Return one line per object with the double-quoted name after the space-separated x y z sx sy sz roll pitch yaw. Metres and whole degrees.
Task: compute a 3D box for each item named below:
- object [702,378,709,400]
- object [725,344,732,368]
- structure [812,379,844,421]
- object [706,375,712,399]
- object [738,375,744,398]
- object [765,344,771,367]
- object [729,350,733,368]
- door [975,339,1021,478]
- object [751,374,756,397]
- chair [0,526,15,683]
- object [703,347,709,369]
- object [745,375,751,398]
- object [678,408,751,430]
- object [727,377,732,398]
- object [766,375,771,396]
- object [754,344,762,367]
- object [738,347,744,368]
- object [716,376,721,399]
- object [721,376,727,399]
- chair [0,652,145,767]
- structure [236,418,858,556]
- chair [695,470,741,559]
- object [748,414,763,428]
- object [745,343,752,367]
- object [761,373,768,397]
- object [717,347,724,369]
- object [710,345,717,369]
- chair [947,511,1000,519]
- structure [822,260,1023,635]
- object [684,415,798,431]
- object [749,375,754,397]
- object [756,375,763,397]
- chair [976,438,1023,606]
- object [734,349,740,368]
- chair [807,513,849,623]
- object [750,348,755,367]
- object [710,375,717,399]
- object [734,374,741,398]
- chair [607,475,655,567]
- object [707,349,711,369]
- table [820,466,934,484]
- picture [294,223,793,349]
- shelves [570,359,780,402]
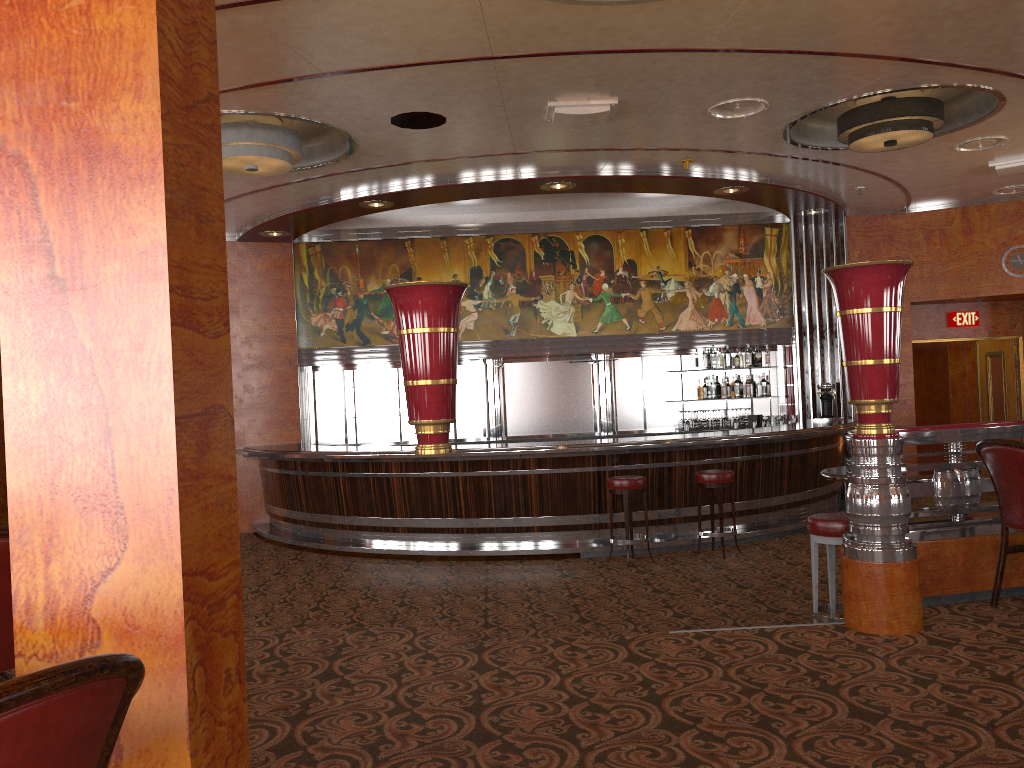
2.454 0.060 11.274 0.080 0.272 0.080 -3 0 2 "object"
2.719 -0.349 11.173 0.078 0.305 0.078 -3 0 -13 "object"
3.850 0.213 10.852 0.360 0.540 0.280 -3 0 18 "structure"
2.540 0.040 11.304 0.078 0.305 0.206 -3 0 -5 "object"
2.898 0.029 11.289 0.090 0.293 0.090 -3 0 -8 "object"
3.229 -0.361 11.207 0.067 0.282 0.067 -3 0 10 "object"
2.756 -0.315 11.260 0.068 0.235 0.212 -3 0 19 "object"
6.605 0.375 12.025 0.063 1.983 0.808 -3 0 -7 "door"
3.079 0.022 11.364 0.090 0.293 0.090 -3 0 32 "object"
-1.657 0.817 2.613 0.615 0.817 0.587 -3 0 38 "chair"
2.439 -0.325 11.187 0.067 0.282 0.067 -3 0 44 "object"
2.972 0.030 11.171 0.067 0.282 0.067 -3 0 -27 "object"
2.584 0.446 11.195 0.951 0.245 0.396 -3 -1 2 "object"
2.755 0.047 11.301 0.080 0.272 0.080 -3 0 2 "object"
3.272 0.024 11.352 0.080 0.272 0.080 -3 0 -3 "object"
3.106 -0.361 11.184 0.090 0.293 0.090 -3 0 32 "object"
2.909 -0.340 11.298 0.080 0.272 0.080 -3 0 -33 "object"
2.623 0.042 11.322 0.090 0.293 0.090 -3 0 -23 "object"
2.682 0.043 11.217 0.067 0.282 0.067 -3 0 -36 "object"
-0.810 0.758 1.140 0.615 0.817 0.587 -3 0 23 "chair"
0.568 1.095 9.555 7.810 1.047 3.207 -3 -1 -2 "structure"
1.841 1.161 7.987 0.350 0.755 0.350 -3 0 40 "chair"
3.061 0.468 11.169 0.169 0.156 0.195 -3 -1 23 "object"
2.989 -0.361 11.196 0.078 0.305 0.078 -3 0 -21 "object"
3.201 0.009 11.264 0.078 0.305 0.078 -3 0 12 "object"
2.630 -0.328 11.193 0.080 0.272 0.080 -3 0 -8 "object"
2.544 -0.341 11.190 0.078 0.305 0.078 -3 0 -11 "object"
2.595 1.084 4.865 0.350 0.755 0.350 -3 0 40 "chair"
3.342 -0.375 4.986 4.352 3.605 0.549 -2 0 -27 "structure"
2.880 0.489 11.251 1.425 0.134 0.403 -3 -1 4 "object"
3.023 0.028 11.241 0.067 0.282 0.067 -3 0 -41 "object"
3.132 0.028 11.216 0.080 0.272 0.080 -3 0 2 "object"
2.536 0.645 4.119 0.615 0.817 0.588 -3 0 -12 "chair"
2.842 -0.321 11.201 0.070 0.238 0.070 -3 0 -27 "object"
1.856 1.119 4.979 0.350 0.755 0.350 -3 0 -43 "chair"
3.067 -0.338 11.349 0.090 0.256 0.090 -3 0 5 "object"
2.548 0.038 11.215 0.078 0.305 0.078 -3 0 -8 "object"
2.840 0.025 11.193 0.078 0.305 0.078 -3 0 37 "object"
1.028 1.196 7.803 0.350 0.755 0.350 -3 0 -28 "chair"
2.507 -0.313 11.295 0.090 0.256 0.090 -3 0 20 "object"
2.343 1.000 5.390 0.849 0.960 0.849 -3 0 1 "table"
0.417 -1.239 11.170 6.254 1.322 0.001 -3 0 -2 "picture"
2.044 -0.060 11.249 2.594 0.568 0.339 -3 0 -2 "shelves"
